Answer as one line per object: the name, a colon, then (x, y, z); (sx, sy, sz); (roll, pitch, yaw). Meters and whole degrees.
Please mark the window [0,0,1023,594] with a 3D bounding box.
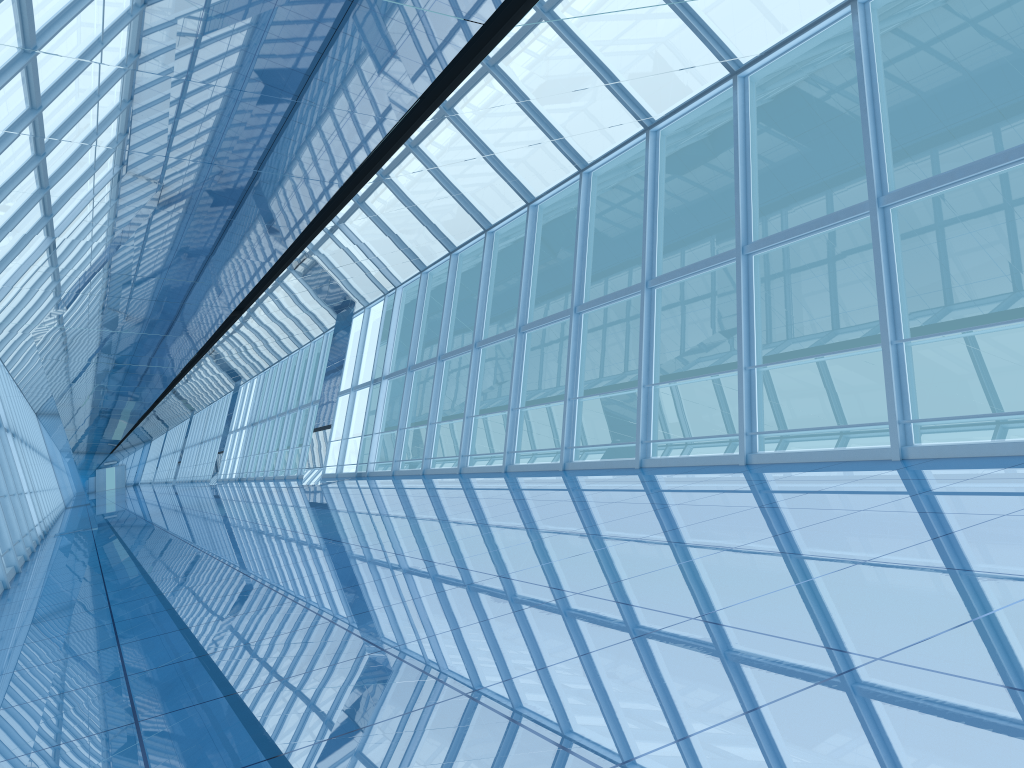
window: (-19.169, 3.233, 43.729); (10.014, 4.965, 104.217); (-7, -3, -27)
